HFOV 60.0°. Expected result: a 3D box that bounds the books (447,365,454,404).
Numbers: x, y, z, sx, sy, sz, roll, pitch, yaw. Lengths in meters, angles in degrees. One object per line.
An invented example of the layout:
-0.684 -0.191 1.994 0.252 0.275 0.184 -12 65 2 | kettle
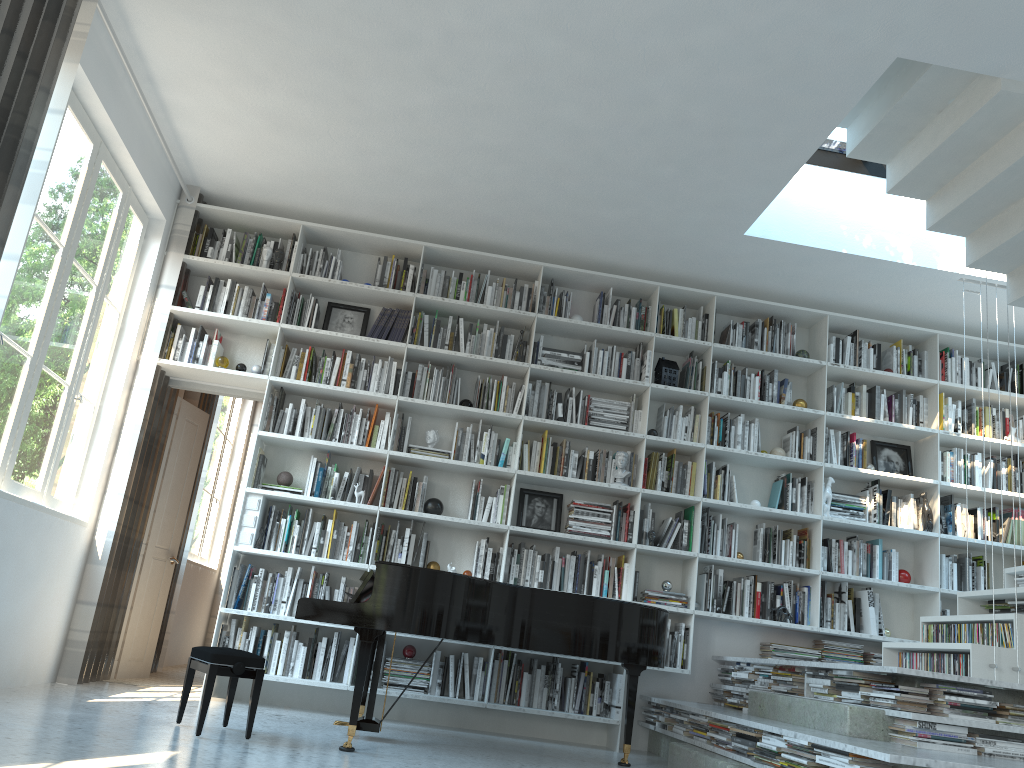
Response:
-0.431 0.040 6.108 0.005 0.315 0.157 9 -16 -5 | books

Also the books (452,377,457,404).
-0.406 0.085 6.109 0.009 0.236 0.135 9 -16 -5 | books

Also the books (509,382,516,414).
-0.008 0.132 6.124 0.022 0.256 0.155 9 -16 -5 | books

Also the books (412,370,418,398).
-0.669 0.037 6.071 0.012 0.239 0.134 9 -16 -5 | books

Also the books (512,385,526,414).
0.036 0.142 6.104 0.064 0.236 0.209 9 -16 -5 | books

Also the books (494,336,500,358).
-0.117 -0.215 6.221 0.024 0.213 0.150 9 -16 -5 | books

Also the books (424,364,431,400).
-0.583 0.024 6.067 0.010 0.282 0.184 9 -16 -5 | books

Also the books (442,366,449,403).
-0.463 0.041 6.084 0.011 0.290 0.177 9 -16 -5 | books

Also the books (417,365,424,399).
-0.629 0.023 6.069 0.012 0.275 0.157 9 -16 -5 | books

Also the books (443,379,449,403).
-0.460 0.085 6.099 0.012 0.216 0.133 9 -16 -5 | books

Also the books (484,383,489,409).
-0.183 0.118 6.088 0.006 0.215 0.181 9 -16 -5 | books

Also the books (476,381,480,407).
-0.243 0.107 6.119 0.005 0.238 0.146 9 -16 -5 | books

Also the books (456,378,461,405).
-0.370 0.089 6.096 0.031 0.231 0.148 9 -16 -5 | books

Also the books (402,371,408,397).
-0.735 0.039 6.051 0.015 0.207 0.186 9 -16 -5 | books

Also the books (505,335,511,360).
-0.042 -0.212 6.215 0.022 0.222 0.161 9 -16 -5 | books

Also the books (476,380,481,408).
-0.236 0.101 6.096 0.005 0.239 0.174 9 -16 -5 | books

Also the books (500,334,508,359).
-0.067 -0.215 6.208 0.030 0.217 0.183 9 -16 -5 | books

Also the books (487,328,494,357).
-0.163 -0.248 6.216 0.028 0.260 0.136 9 -16 -5 | books

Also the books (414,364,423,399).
-0.647 0.019 6.072 0.026 0.278 0.151 9 -16 -5 | books

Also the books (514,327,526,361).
0.041 -0.239 6.228 0.058 0.301 0.175 9 -16 -5 | books

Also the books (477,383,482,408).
-0.231 0.119 6.110 0.013 0.215 0.150 9 -16 -5 | books

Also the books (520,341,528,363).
0.074 -0.182 6.243 0.028 0.211 0.135 9 -16 -5 | books

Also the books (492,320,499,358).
-0.125 -0.271 6.213 0.011 0.312 0.184 9 -16 -5 | books

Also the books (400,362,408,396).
-0.745 0.005 6.077 0.012 0.284 0.160 9 -16 -5 | books

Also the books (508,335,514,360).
-0.020 -0.211 6.233 0.025 0.236 0.153 9 -16 -5 | books

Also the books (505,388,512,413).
-0.035 0.150 6.125 0.024 0.215 0.142 9 -16 -5 | books

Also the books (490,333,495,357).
-0.144 -0.231 6.210 0.013 0.230 0.142 9 -16 -5 | books

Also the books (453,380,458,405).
-0.396 0.094 6.101 0.012 0.217 0.151 9 -16 -5 | books

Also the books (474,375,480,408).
-0.250 0.089 6.126 0.012 0.275 0.129 9 -16 -5 | books

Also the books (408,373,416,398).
-0.689 0.048 6.079 0.024 0.218 0.140 9 -16 -5 | books

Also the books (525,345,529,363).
0.095 -0.168 6.249 0.019 0.193 0.098 9 -16 -5 | books

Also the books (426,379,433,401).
-0.572 0.078 6.072 0.029 0.186 0.149 9 -16 -5 | books

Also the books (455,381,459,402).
-0.388 0.099 6.098 0.004 0.209 0.132 9 -16 -5 | books

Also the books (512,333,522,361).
0.023 -0.223 6.222 0.055 0.263 0.167 9 -16 -5 | books

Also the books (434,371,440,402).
-0.519 0.053 6.086 0.011 0.255 0.152 9 -16 -5 | books

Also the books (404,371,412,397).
-0.715 0.041 6.079 0.029 0.224 0.137 9 -16 -5 | books

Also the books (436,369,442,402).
-0.507 0.048 6.072 0.009 0.260 0.181 9 -16 -5 | books

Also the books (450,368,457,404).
-0.408 0.051 6.082 0.011 0.286 0.189 9 -16 -5 | books

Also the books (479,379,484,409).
-0.217 0.103 6.088 0.005 0.235 0.179 9 -16 -5 | books

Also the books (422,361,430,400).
-0.593 0.013 6.091 0.011 0.316 0.155 9 -16 -5 | books

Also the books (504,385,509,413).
-0.051 0.141 6.125 0.011 0.229 0.166 9 -16 -5 | books

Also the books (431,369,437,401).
-0.537 0.046 6.061 0.012 0.251 0.184 9 -16 -5 | books

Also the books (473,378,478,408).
-0.259 0.096 6.115 0.005 0.253 0.161 9 -16 -5 | books

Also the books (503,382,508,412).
-0.059 0.125 6.125 0.010 0.256 0.140 9 -16 -5 | books

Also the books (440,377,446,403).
-0.481 0.076 6.093 0.011 0.225 0.130 9 -16 -5 | books

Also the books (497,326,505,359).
-0.090 -0.248 6.235 0.022 0.289 0.147 9 -16 -5 | books

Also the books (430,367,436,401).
-0.547 0.038 6.060 0.009 0.262 0.190 9 -16 -5 | books

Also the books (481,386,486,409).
-0.205 0.129 6.106 0.011 0.199 0.163 9 -16 -5 | books

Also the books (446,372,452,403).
-0.440 0.061 6.088 0.010 0.261 0.158 9 -16 -5 | books

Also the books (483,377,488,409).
-0.192 0.102 6.125 0.009 0.266 0.150 9 -16 -5 | books

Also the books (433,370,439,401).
-0.529 0.049 6.086 0.010 0.261 0.170 9 -16 -5 | books

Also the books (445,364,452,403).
-0.444 0.034 6.102 0.004 0.320 0.153 9 -16 -5 | books

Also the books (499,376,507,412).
-0.072 0.108 6.120 0.022 0.283 0.190 9 -16 -5 | books

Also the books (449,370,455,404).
-0.418 0.056 6.099 0.004 0.283 0.167 9 -16 -5 | books

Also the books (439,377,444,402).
-0.490 0.076 6.066 0.011 0.208 0.181 9 -16 -5 | books

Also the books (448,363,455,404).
-0.425 0.033 6.108 0.005 0.330 0.162 9 -16 -5 | books

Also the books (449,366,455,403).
-0.421 0.046 6.104 0.005 0.304 0.163 9 -16 -5 | books

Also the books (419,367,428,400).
-0.612 0.033 6.070 0.024 0.261 0.178 9 -16 -5 | books

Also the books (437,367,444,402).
-0.497 0.043 6.081 0.011 0.278 0.169 9 -16 -5 | books
